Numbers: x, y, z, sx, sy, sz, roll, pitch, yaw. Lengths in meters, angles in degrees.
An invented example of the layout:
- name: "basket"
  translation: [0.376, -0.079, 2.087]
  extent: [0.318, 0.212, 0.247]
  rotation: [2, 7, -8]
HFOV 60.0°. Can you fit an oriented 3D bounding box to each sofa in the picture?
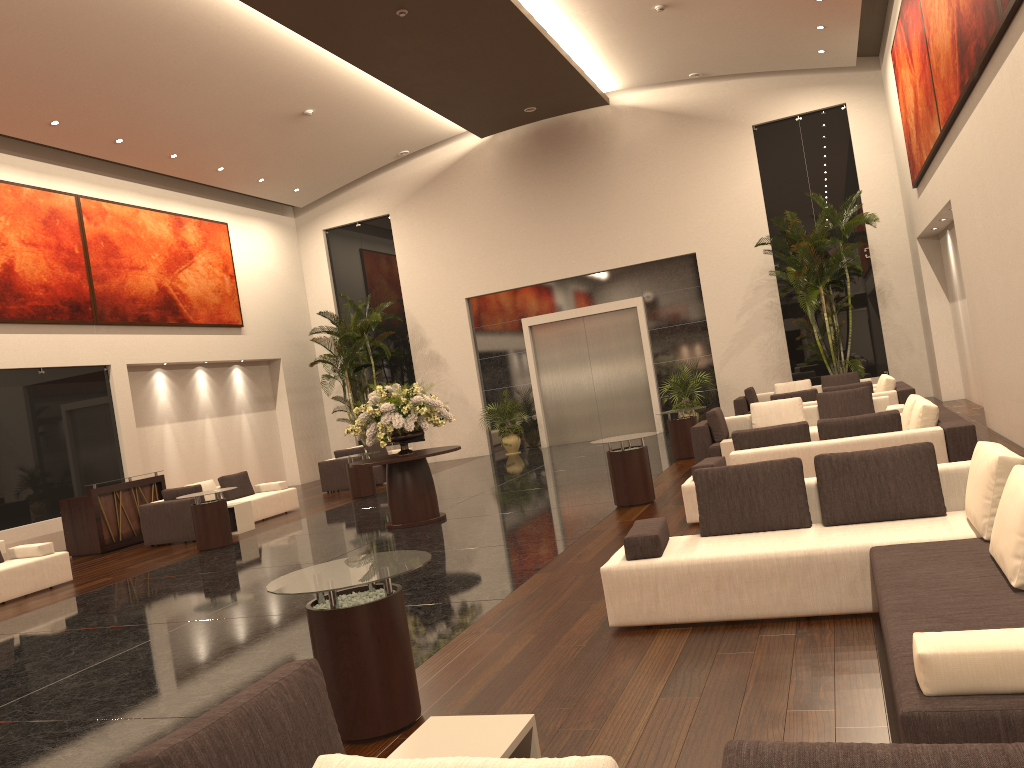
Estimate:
- name: "sofa"
  translation: [5.830, 0.330, 17.331]
  extent: [2.846, 0.862, 1.291]
  rotation: [-9, 0, 20]
- name: "sofa"
  translation: [0.334, 1.123, 2.058]
  extent: [2.846, 0.862, 1.291]
  rotation: [-9, 0, 20]
- name: "sofa"
  translation: [-6.534, 2.249, 10.215]
  extent: [1.291, 0.862, 2.846]
  rotation: [-9, 0, 20]
- name: "sofa"
  translation: [1.502, 0.950, 4.406]
  extent: [2.586, 0.862, 3.366]
  rotation: [-9, 0, 20]
- name: "sofa"
  translation: [5.213, 0.415, 14.772]
  extent: [2.586, 0.862, 3.366]
  rotation: [-9, 0, 20]
- name: "sofa"
  translation: [3.911, 0.607, 12.000]
  extent: [2.846, 0.862, 1.291]
  rotation: [-9, 0, 20]
- name: "sofa"
  translation: [3.295, 0.691, 9.440]
  extent: [2.586, 0.862, 3.366]
  rotation: [-9, 0, 20]
- name: "sofa"
  translation: [-3.029, 1.744, 19.955]
  extent: [1.291, 0.862, 2.846]
  rotation: [-9, 0, 20]
- name: "sofa"
  translation: [-4.785, 1.997, 15.077]
  extent: [1.291, 0.862, 2.846]
  rotation: [-9, 0, 20]

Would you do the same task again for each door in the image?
- name: "door"
  translation: [1.985, -0.148, 21.740]
  extent: [2.767, 3.048, 0.040]
  rotation: [-9, 0, 20]

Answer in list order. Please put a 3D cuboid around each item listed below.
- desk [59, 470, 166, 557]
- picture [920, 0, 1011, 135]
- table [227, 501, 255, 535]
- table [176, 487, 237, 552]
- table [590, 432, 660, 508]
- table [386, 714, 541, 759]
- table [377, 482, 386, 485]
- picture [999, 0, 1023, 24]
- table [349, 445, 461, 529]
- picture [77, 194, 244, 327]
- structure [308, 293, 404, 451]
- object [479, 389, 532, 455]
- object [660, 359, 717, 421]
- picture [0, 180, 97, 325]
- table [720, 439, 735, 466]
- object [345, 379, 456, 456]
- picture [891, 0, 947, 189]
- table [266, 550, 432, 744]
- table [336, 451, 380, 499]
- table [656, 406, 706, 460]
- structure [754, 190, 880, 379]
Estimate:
- name: "desk"
  translation: [-6.598, 2.154, 14.892]
  extent: [0.760, 1.114, 1.634]
  rotation: [-9, 0, 20]
- name: "picture"
  translation: [4.853, -4.484, 9.806]
  extent: [0.070, 2.526, 4.515]
  rotation: [-9, 0, 20]
- name: "table"
  translation: [-4.408, 2.137, 14.115]
  extent: [0.400, 0.460, 0.400]
  rotation: [-9, 0, 20]
- name: "table"
  translation: [-4.275, 1.937, 12.609]
  extent: [0.833, 0.795, 0.844]
  rotation: [-9, 0, -19]
- name: "table"
  translation: [1.401, 1.029, 10.519]
  extent: [0.833, 0.795, 0.844]
  rotation: [-9, 0, -19]
- name: "table"
  translation: [-0.140, 1.407, 2.943]
  extent: [0.400, 0.460, 0.400]
  rotation: [-9, 0, 20]
- name: "table"
  translation: [-2.652, 1.884, 18.993]
  extent: [0.400, 0.460, 0.400]
  rotation: [-9, 0, 20]
- name: "picture"
  translation: [3.325, -4.264, 5.560]
  extent: [0.070, 2.526, 4.515]
  rotation: [-9, 0, 20]
- name: "table"
  translation: [-1.366, 1.410, 11.961]
  extent: [1.498, 0.921, 1.498]
  rotation: [-9, 0, 11]
- name: "picture"
  translation: [-7.413, -2.498, 19.134]
  extent: [0.070, 2.526, 4.515]
  rotation: [-9, 0, 20]
- name: "structure"
  translation: [-3.754, -0.025, 22.498]
  extent: [2.436, 4.611, 2.531]
  rotation: [-9, 0, -8]
- name: "object"
  translation: [-0.087, 0.873, 21.668]
  extent: [1.373, 1.682, 1.297]
  rotation: [-9, 0, -37]
- name: "object"
  translation: [3.916, 0.233, 20.138]
  extent: [1.373, 1.682, 1.297]
  rotation: [-9, 0, -32]
- name: "picture"
  translation: [-8.942, -2.277, 14.885]
  extent: [0.070, 2.526, 4.515]
  rotation: [-9, 0, 20]
- name: "table"
  translation: [2.993, 0.955, 11.649]
  extent: [0.400, 0.460, 0.400]
  rotation: [-9, 0, 20]
- name: "object"
  translation: [-1.500, 0.410, 11.955]
  extent: [1.453, 1.097, 1.402]
  rotation: [-9, 0, -24]
- name: "picture"
  translation: [6.383, -4.705, 14.056]
  extent: [0.070, 2.526, 4.515]
  rotation: [-9, 0, 20]
- name: "table"
  translation: [-0.761, 1.340, 4.511]
  extent: [0.844, 0.795, 0.833]
  rotation: [-9, 0, -31]
- name: "table"
  translation: [-2.840, 1.730, 16.680]
  extent: [0.833, 0.795, 0.844]
  rotation: [-9, 0, -19]
- name: "table"
  translation: [2.836, 0.822, 14.591]
  extent: [0.833, 0.795, 0.844]
  rotation: [-9, 0, -19]
- name: "structure"
  translation: [6.618, -1.685, 18.527]
  extent: [2.436, 4.611, 2.531]
  rotation: [-9, 0, -8]
